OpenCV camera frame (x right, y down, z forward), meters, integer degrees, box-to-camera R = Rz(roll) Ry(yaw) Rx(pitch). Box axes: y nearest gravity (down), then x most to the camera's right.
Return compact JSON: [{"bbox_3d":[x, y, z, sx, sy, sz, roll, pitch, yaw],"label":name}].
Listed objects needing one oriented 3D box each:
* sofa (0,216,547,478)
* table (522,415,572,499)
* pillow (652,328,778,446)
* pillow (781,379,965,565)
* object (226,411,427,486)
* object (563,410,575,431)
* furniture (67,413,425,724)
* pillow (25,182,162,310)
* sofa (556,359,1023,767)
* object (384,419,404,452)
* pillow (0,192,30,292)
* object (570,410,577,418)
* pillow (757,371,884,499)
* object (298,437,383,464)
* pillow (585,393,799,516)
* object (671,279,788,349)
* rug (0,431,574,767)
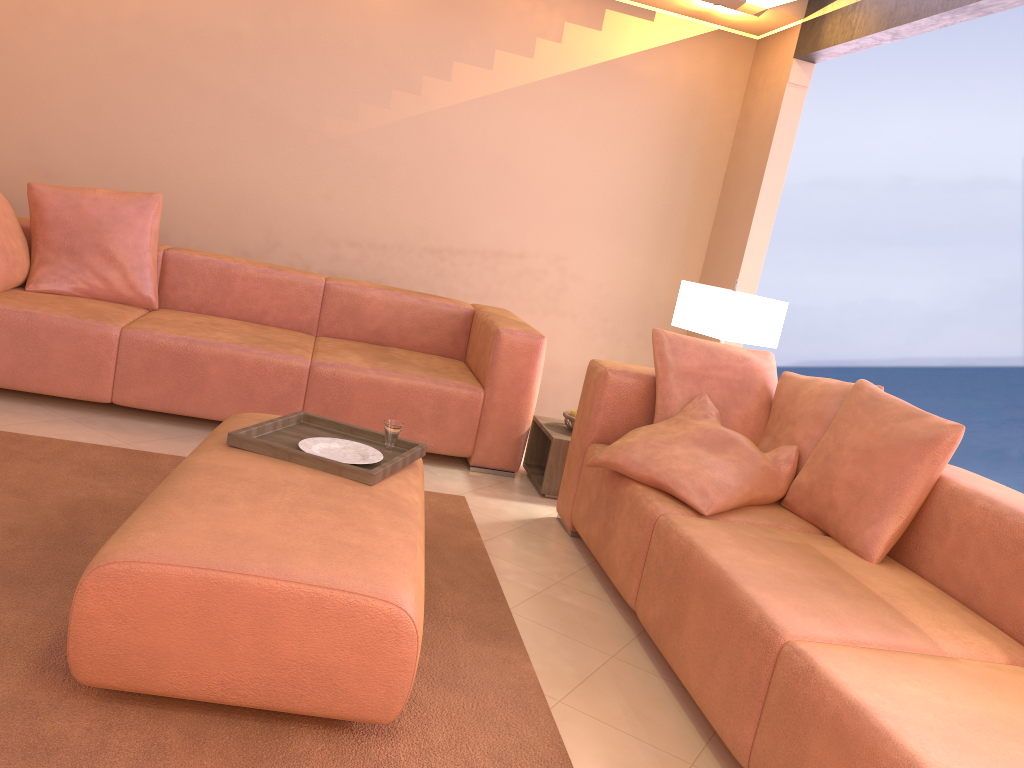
[{"bbox_3d":[-1.297,-0.217,4.087,2.781,0.672,0.943,10,10,-13],"label":"sofa"},{"bbox_3d":[0.551,0.389,4.041,0.918,0.268,0.412,10,10,-13],"label":"table"},{"bbox_3d":[0.754,0.081,3.247,0.519,0.455,0.314,9,10,-16],"label":"pillow"},{"bbox_3d":[1.057,0.247,2.622,0.211,0.468,0.470,9,10,-17],"label":"pillow"},{"bbox_3d":[-0.520,0.176,2.573,0.436,0.034,0.421,14,10,12],"label":"object"},{"bbox_3d":[0.337,0.184,3.953,0.235,0.071,0.235,8,10,-20],"label":"object"},{"bbox_3d":[-0.576,0.375,2.346,0.685,0.301,1.291,11,10,-8],"label":"furniture"},{"bbox_3d":[-1.897,-0.652,4.030,0.582,0.528,0.302,7,11,-29],"label":"pillow"},{"bbox_3d":[0.919,0.558,2.296,0.943,0.672,2.781,10,10,-13],"label":"sofa"},{"bbox_3d":[-0.364,0.159,2.669,0.061,0.091,0.061,7,11,-28],"label":"object"},{"bbox_3d":[-2.241,-0.637,3.772,0.335,0.486,0.554,9,10,-16],"label":"pillow"},{"bbox_3d":[0.281,0.139,3.927,0.045,0.047,0.055,5,12,-35],"label":"object"},{"bbox_3d":[0.990,0.166,3.000,0.255,0.446,0.492,7,11,-29],"label":"pillow"},{"bbox_3d":[-0.486,0.196,2.519,0.240,0.018,0.240,20,13,40],"label":"object"},{"bbox_3d":[0.604,0.206,2.889,0.514,0.292,0.517,3,13,-43],"label":"pillow"},{"bbox_3d":[0.934,-0.086,4.052,0.344,0.799,0.344,5,11,-34],"label":"object"},{"bbox_3d":[-0.833,0.569,2.097,1.833,0.005,2.626,10,10,-13],"label":"rug"}]
